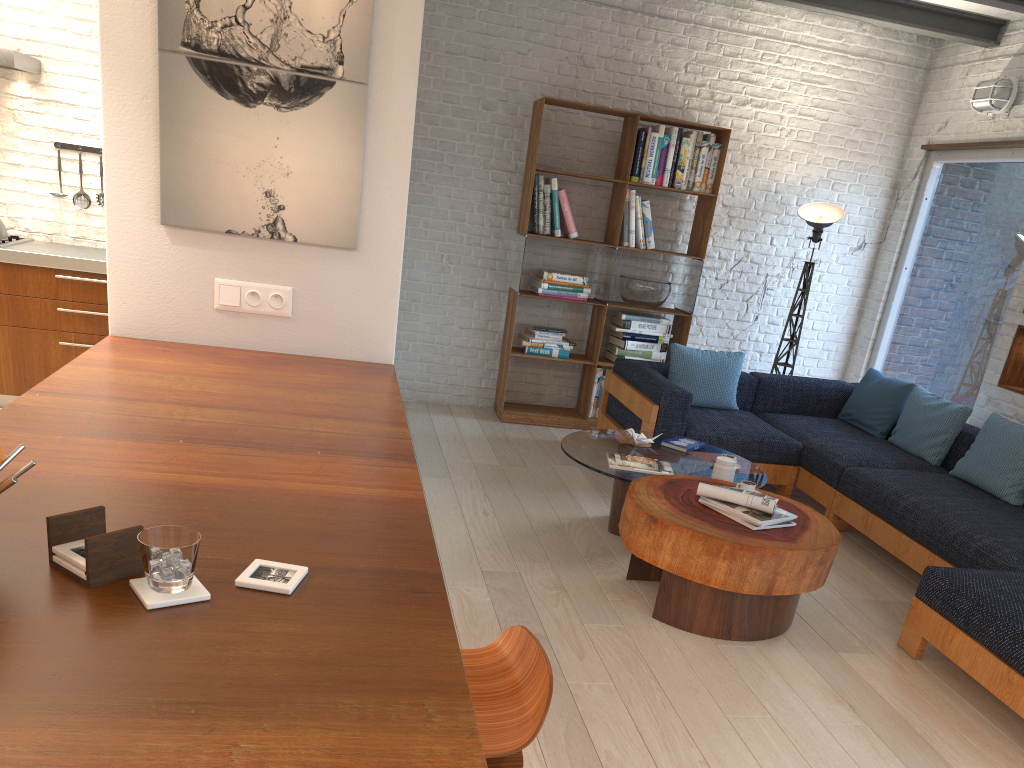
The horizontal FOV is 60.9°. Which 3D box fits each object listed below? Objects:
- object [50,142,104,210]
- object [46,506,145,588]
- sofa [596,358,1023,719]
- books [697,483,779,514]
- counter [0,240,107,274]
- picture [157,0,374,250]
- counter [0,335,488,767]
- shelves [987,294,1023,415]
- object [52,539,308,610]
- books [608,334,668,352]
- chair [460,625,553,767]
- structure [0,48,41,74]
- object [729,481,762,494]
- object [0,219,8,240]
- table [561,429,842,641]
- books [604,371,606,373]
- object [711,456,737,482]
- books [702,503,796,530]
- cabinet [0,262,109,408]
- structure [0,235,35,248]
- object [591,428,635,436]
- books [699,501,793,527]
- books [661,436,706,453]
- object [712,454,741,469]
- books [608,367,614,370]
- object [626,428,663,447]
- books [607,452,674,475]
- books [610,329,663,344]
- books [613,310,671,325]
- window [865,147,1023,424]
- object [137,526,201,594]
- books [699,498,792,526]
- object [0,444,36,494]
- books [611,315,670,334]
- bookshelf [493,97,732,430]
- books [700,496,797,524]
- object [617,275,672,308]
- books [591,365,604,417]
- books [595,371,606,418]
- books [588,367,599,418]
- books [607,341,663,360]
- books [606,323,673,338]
[{"bbox_3d":[-2.406,-1.194,5.219,0.671,0.410,0.132,5,20,-12],"label":"object"},{"bbox_3d":[-0.666,0.259,1.396,0.111,0.086,0.091,18,19,31],"label":"object"},{"bbox_3d":[1.983,0.637,4.598,2.085,0.696,3.741,6,13,-12],"label":"sofa"},{"bbox_3d":[0.978,0.488,3.756,0.317,0.115,0.263,13,14,20],"label":"books"},{"bbox_3d":[-3.275,-0.539,3.696,3.532,0.074,3.156,6,12,-12],"label":"counter"},{"bbox_3d":[-0.801,-1.004,2.834,0.657,1.069,0.019,4,21,-11],"label":"picture"},{"bbox_3d":[-1.118,0.573,2.146,1.691,0.969,2.364,5,14,-12],"label":"counter"},{"bbox_3d":[3.196,-0.496,4.814,0.192,1.502,0.724,4,19,-11],"label":"shelves"},{"bbox_3d":[-0.536,0.304,1.393,0.396,0.037,0.188,7,13,-8],"label":"object"},{"bbox_3d":[0.955,-0.308,6.608,0.380,0.068,0.232,3,14,-25],"label":"books"},{"bbox_3d":[-0.168,0.879,1.757,0.424,0.815,0.381,4,19,-11],"label":"chair"},{"bbox_3d":[-3.069,-2.251,4.506,0.988,1.045,0.431,5,19,-12],"label":"structure"},{"bbox_3d":[1.073,0.477,4.004,0.146,0.059,0.166,3,14,-22],"label":"object"},{"bbox_3d":[-2.972,-0.965,4.865,0.261,0.290,0.250,11,17,9],"label":"object"},{"bbox_3d":[0.791,0.651,4.269,1.079,0.470,1.735,7,13,-6],"label":"table"},{"bbox_3d":[0.723,0.080,6.729,0.056,0.347,0.240,4,18,-11],"label":"books"},{"bbox_3d":[1.044,0.421,4.285,0.108,0.114,0.102,9,17,4],"label":"object"},{"bbox_3d":[1.004,0.549,3.715,0.252,0.011,0.303,1,14,-32],"label":"books"},{"bbox_3d":[-3.535,-1.166,3.774,4.707,2.979,2.186,-7,23,-45],"label":"cabinet"},{"bbox_3d":[-3.250,-0.863,4.958,0.814,0.033,0.558,6,12,-12],"label":"structure"},{"bbox_3d":[0.560,0.264,4.878,0.301,0.028,0.065,0,16,-33],"label":"object"},{"bbox_3d":[1.000,0.535,3.725,0.250,0.011,0.306,-3,16,-42],"label":"books"},{"bbox_3d":[0.951,0.334,4.833,0.158,0.024,0.226,17,15,35],"label":"books"},{"bbox_3d":[1.137,0.419,4.491,0.155,0.060,0.256,4,13,-19],"label":"object"},{"bbox_3d":[0.784,0.054,6.752,0.079,0.405,0.230,4,19,-11],"label":"books"},{"bbox_3d":[0.714,0.284,4.734,0.185,0.096,0.186,12,14,13],"label":"object"},{"bbox_3d":[0.636,0.400,4.344,0.318,0.011,0.240,8,12,0],"label":"books"},{"bbox_3d":[0.938,-0.367,6.569,0.327,0.058,0.241,5,13,-17],"label":"books"},{"bbox_3d":[0.971,-0.501,6.549,0.381,0.038,0.231,6,13,-12],"label":"books"},{"bbox_3d":[4.484,-1.200,0.548,0.649,6.735,11.676,4,15,-11],"label":"window"},{"bbox_3d":[-0.529,0.275,1.349,0.091,0.089,0.086,9,16,3],"label":"object"},{"bbox_3d":[0.999,0.528,3.703,0.250,0.011,0.306,-3,16,-42],"label":"books"},{"bbox_3d":[-0.926,0.162,1.318,0.360,0.234,0.350,-7,21,-45],"label":"object"},{"bbox_3d":[0.968,-0.451,6.572,0.380,0.068,0.231,4,13,-17],"label":"books"},{"bbox_3d":[0.676,-0.765,6.372,1.321,2.318,0.344,4,21,-11],"label":"bookshelf"},{"bbox_3d":[1.001,0.519,3.691,0.251,0.011,0.305,-1,15,-37],"label":"books"},{"bbox_3d":[0.978,-0.681,6.492,0.394,0.212,0.389,16,16,28],"label":"object"},{"bbox_3d":[0.623,0.041,6.711,0.036,0.403,0.230,4,19,-11],"label":"books"},{"bbox_3d":[0.667,0.074,6.723,0.058,0.347,0.240,4,18,-11],"label":"books"},{"bbox_3d":[0.590,0.041,6.689,0.036,0.403,0.230,4,19,-11],"label":"books"},{"bbox_3d":[0.933,-0.253,6.642,0.363,0.058,0.267,6,13,-10],"label":"books"},{"bbox_3d":[0.957,-0.406,6.570,0.446,0.022,0.258,6,12,-12],"label":"books"}]
